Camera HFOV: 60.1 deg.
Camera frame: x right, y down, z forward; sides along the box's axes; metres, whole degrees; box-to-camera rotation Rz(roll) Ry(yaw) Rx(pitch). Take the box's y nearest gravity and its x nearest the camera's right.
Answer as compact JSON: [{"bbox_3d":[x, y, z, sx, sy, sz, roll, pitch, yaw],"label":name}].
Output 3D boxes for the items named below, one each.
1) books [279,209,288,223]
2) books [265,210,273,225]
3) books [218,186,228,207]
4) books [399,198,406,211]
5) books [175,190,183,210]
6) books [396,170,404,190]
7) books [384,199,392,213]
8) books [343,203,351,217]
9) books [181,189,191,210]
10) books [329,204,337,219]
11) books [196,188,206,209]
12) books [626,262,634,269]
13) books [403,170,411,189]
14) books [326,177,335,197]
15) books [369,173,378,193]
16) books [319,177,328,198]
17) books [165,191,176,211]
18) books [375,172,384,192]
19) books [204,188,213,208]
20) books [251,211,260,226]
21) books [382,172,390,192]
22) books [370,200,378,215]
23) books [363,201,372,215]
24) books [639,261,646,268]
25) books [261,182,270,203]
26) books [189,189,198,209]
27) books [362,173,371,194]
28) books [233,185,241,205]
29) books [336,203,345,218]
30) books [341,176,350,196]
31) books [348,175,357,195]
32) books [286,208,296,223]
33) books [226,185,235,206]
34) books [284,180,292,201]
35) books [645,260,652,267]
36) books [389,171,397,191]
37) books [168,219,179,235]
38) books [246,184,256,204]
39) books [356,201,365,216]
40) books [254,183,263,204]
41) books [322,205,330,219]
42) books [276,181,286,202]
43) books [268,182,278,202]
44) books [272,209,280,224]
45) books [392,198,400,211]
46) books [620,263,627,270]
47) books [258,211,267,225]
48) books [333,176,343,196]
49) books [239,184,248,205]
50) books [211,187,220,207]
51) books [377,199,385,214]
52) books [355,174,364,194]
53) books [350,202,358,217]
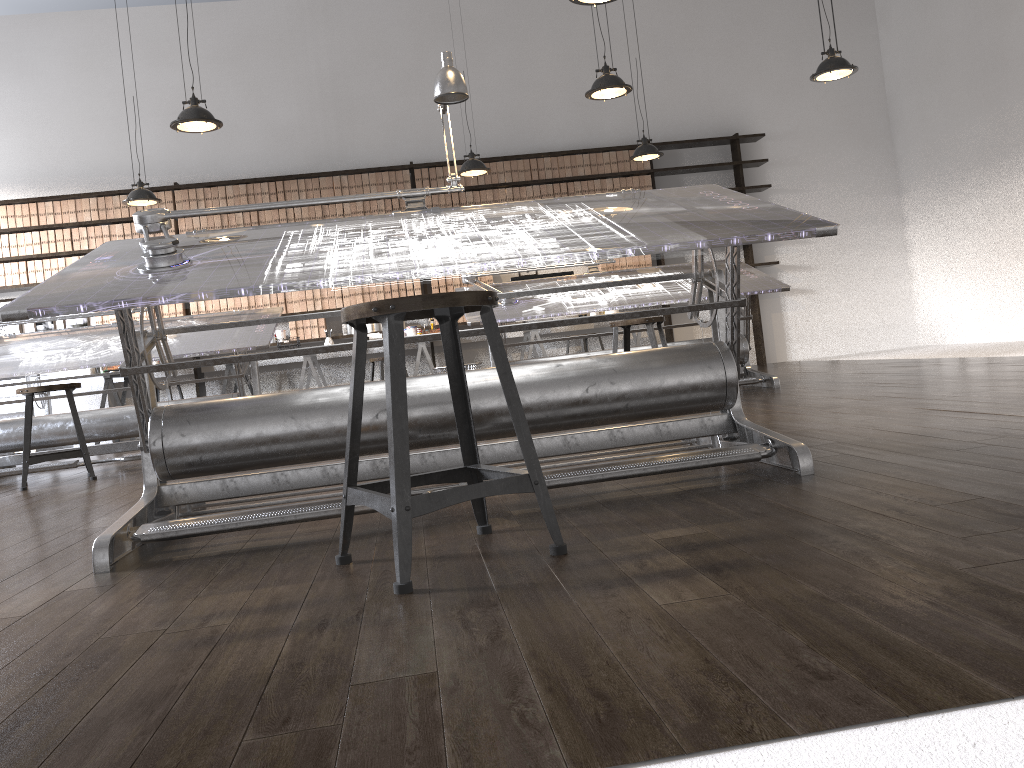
[{"bbox_3d":[-2.275,-1.627,8.863,0.067,0.226,0.174,-6,0,-7],"label":"books"},{"bbox_3d":[-2.409,-1.611,8.851,0.067,0.226,0.174,-6,0,-7],"label":"books"},{"bbox_3d":[-2.857,-1.837,8.803,0.067,0.226,0.174,-6,0,-7],"label":"books"},{"bbox_3d":[-1.102,-1.767,9.013,0.067,0.226,0.174,-6,0,-7],"label":"books"},{"bbox_3d":[-3.270,-1.787,8.756,0.067,0.226,0.174,-6,0,-7],"label":"books"},{"bbox_3d":[-1.139,-2.042,9.018,0.067,0.226,0.174,-6,0,-7],"label":"books"},{"bbox_3d":[-1.249,-1.750,8.995,0.067,0.226,0.174,-6,0,-7],"label":"books"},{"bbox_3d":[-1.653,-1.701,8.942,0.067,0.226,0.174,-6,0,-7],"label":"books"},{"bbox_3d":[-3.207,-1.795,8.759,0.067,0.226,0.174,-6,0,-7],"label":"books"},{"bbox_3d":[-1.794,-1.684,8.927,0.067,0.226,0.174,-6,0,-7],"label":"books"},{"bbox_3d":[-3.064,-1.812,8.780,0.067,0.226,0.174,-6,0,-7],"label":"books"},{"bbox_3d":[1.218,-1.217,9.260,0.067,0.226,0.174,-6,0,-7],"label":"books"},{"bbox_3d":[-1.069,-2.051,9.023,0.067,0.226,0.174,-6,0,-7],"label":"books"},{"bbox_3d":[-1.824,-1.960,8.928,0.067,0.226,0.174,-6,0,-7],"label":"books"},{"bbox_3d":[-1.403,-2.010,8.983,0.067,0.226,0.174,-6,0,-7],"label":"books"},{"bbox_3d":[-1.887,-1.953,8.925,0.067,0.226,0.174,-6,0,-7],"label":"books"},{"bbox_3d":[-3.357,-1.777,8.741,0.067,0.226,0.174,-6,0,-7],"label":"books"},{"bbox_3d":[-1.341,-2.018,8.992,0.067,0.226,0.174,-6,0,-7],"label":"books"},{"bbox_3d":[-2.996,-1.820,8.792,0.067,0.226,0.174,-6,0,-7],"label":"books"},{"bbox_3d":[-2.547,-1.594,8.831,0.067,0.226,0.174,-6,0,-7],"label":"books"},{"bbox_3d":[-1.275,-2.026,8.996,0.067,0.226,0.174,-6,0,-7],"label":"books"},{"bbox_3d":[-1.389,-1.733,8.978,0.067,0.226,0.174,-6,0,-7],"label":"books"},{"bbox_3d":[-1.459,-1.725,8.969,0.067,0.226,0.174,-6,0,-7],"label":"books"},{"bbox_3d":[1.345,-1.232,9.280,0.067,0.226,0.174,-6,0,-7],"label":"books"},{"bbox_3d":[-2.452,-1.885,8.853,0.067,0.226,0.174,-6,0,-7],"label":"books"},{"bbox_3d":[-3.135,-1.803,8.768,0.067,0.226,0.174,-6,0,-7],"label":"books"},{"bbox_3d":[-1.475,-2.002,8.972,0.067,0.226,0.174,-6,0,-7],"label":"books"},{"bbox_3d":[-2.724,-1.853,8.823,0.067,0.226,0.174,-6,0,-7],"label":"books"},{"bbox_3d":[-1.724,-1.693,8.932,0.067,0.226,0.174,-6,0,-7],"label":"books"},{"bbox_3d":[-1.682,-1.977,8.949,0.067,0.226,0.174,-6,0,-7],"label":"books"},{"bbox_3d":[-1.613,-1.986,8.961,0.067,0.226,0.174,-6,0,-7],"label":"books"},{"bbox_3d":[-2.204,-1.635,8.875,0.067,0.226,0.174,-6,0,-7],"label":"books"},{"bbox_3d":[-2.786,-1.845,8.814,0.067,0.226,0.174,-6,0,-7],"label":"books"},{"bbox_3d":[-2.235,-1.911,8.885,0.067,0.226,0.174,-6,0,-7],"label":"books"},{"bbox_3d":[1.414,-1.241,9.290,0.067,0.226,0.174,-6,0,-7],"label":"books"},{"bbox_3d":[-1.209,-2.034,9.010,0.067,0.226,0.174,-6,0,-7],"label":"books"},{"bbox_3d":[-3.332,-1.500,8.735,0.067,0.226,0.174,-6,0,-7],"label":"books"},{"bbox_3d":[-2.592,-1.868,8.840,0.067,0.226,0.174,-6,0,-7],"label":"books"},{"bbox_3d":[-1.524,-1.716,8.955,0.067,0.226,0.174,-6,0,-7],"label":"books"},{"bbox_3d":[-2.522,-1.877,8.849,0.067,0.226,0.174,-6,0,-7],"label":"books"},{"bbox_3d":[-1.863,-1.676,8.921,0.067,0.226,0.174,-6,0,-7],"label":"books"},{"bbox_3d":[-2.307,-1.902,8.870,0.067,0.226,0.174,-6,0,-7],"label":"books"},{"bbox_3d":[-2.382,-1.894,8.867,0.067,0.226,0.174,-6,0,-7],"label":"books"},{"bbox_3d":[-2.346,-1.618,8.854,0.067,0.226,0.174,-6,0,-7],"label":"books"},{"bbox_3d":[-1.174,-1.759,8.999,0.067,0.226,0.174,-6,0,-7],"label":"books"},{"bbox_3d":[1.146,-1.208,9.255,0.067,0.226,0.174,-6,0,-7],"label":"books"},{"bbox_3d":[-2.474,-1.603,8.845,0.067,0.226,0.174,-6,0,-7],"label":"books"},{"bbox_3d":[-1.753,-1.969,8.937,0.067,0.226,0.174,-6,0,-7],"label":"books"},{"bbox_3d":[-2.658,-1.860,8.826,0.067,0.226,0.174,-6,0,-7],"label":"books"},{"bbox_3d":[-2.927,-1.828,8.799,0.067,0.226,0.174,-6,0,-7],"label":"books"},{"bbox_3d":[-1.318,-1.741,8.982,0.067,0.226,0.174,-6,0,-7],"label":"books"},{"bbox_3d":[-1.544,-1.994,8.968,0.067,0.226,0.174,-6,0,-7],"label":"books"},{"bbox_3d":[-1.591,-1.709,8.952,0.067,0.226,0.174,-6,0,-7],"label":"books"}]
